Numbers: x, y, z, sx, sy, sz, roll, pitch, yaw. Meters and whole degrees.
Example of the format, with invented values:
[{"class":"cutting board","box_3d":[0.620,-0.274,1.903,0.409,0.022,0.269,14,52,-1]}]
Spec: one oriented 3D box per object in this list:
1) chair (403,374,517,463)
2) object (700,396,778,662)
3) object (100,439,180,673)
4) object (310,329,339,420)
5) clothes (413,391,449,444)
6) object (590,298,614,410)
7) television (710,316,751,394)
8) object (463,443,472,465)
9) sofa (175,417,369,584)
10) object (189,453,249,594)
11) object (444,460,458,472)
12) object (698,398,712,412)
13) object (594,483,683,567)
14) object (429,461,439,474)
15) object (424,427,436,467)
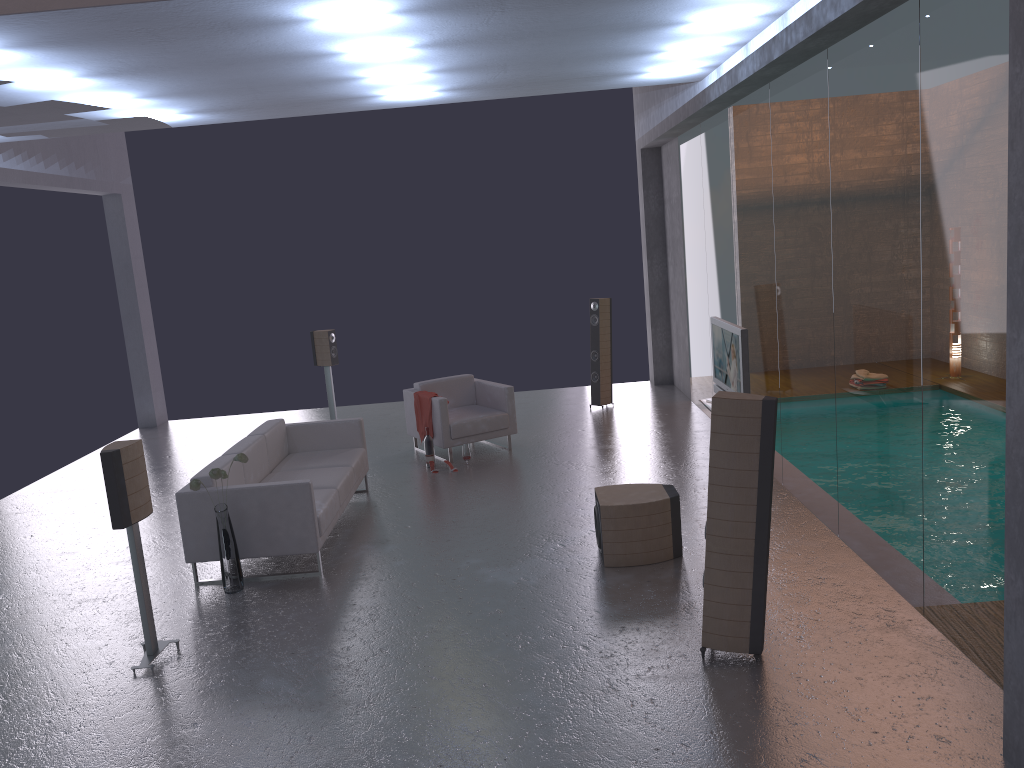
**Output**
[{"class":"chair","box_3d":[-0.598,0.359,10.214,0.936,0.808,1.026,-10,11,-29]},{"class":"object","box_3d":[1.226,0.777,4.787,0.444,1.469,0.244,0,11,25]},{"class":"object","box_3d":[-2.284,1.035,5.352,0.243,1.363,0.333,-4,10,7]},{"class":"object","box_3d":[-2.439,-0.035,11.776,0.333,1.363,0.243,1,11,31]},{"class":"clothes","box_3d":[-0.893,0.389,9.968,0.254,0.604,0.574,-10,11,-29]},{"class":"object","box_3d":[1.216,-0.420,11.878,0.444,1.473,0.244,-14,13,-43]},{"class":"television","box_3d":[1.708,-0.164,6.961,0.054,0.644,1.000,-5,10,1]},{"class":"object","box_3d":[-0.490,0.752,9.548,0.091,0.233,0.091,0,11,28]},{"class":"sofa","box_3d":[-1.940,0.885,7.714,1.026,0.824,2.353,-5,10,1]},{"class":"object","box_3d":[-2.064,1.024,6.250,0.387,1.051,0.400,3,12,38]},{"class":"object","box_3d":[-0.640,0.867,9.381,0.079,0.087,0.235,-11,11,-32]},{"class":"object","box_3d":[1.775,0.602,7.087,0.360,0.958,0.818,-5,10,1]},{"class":"object","box_3d":[0.921,1.024,6.528,0.604,0.459,0.514,-5,10,1]},{"class":"object","box_3d":[-0.835,0.881,9.392,0.079,0.087,0.235,-9,10,-21]},{"class":"object","box_3d":[-0.894,0.678,9.574,0.109,0.435,0.109,0,11,27]}]
